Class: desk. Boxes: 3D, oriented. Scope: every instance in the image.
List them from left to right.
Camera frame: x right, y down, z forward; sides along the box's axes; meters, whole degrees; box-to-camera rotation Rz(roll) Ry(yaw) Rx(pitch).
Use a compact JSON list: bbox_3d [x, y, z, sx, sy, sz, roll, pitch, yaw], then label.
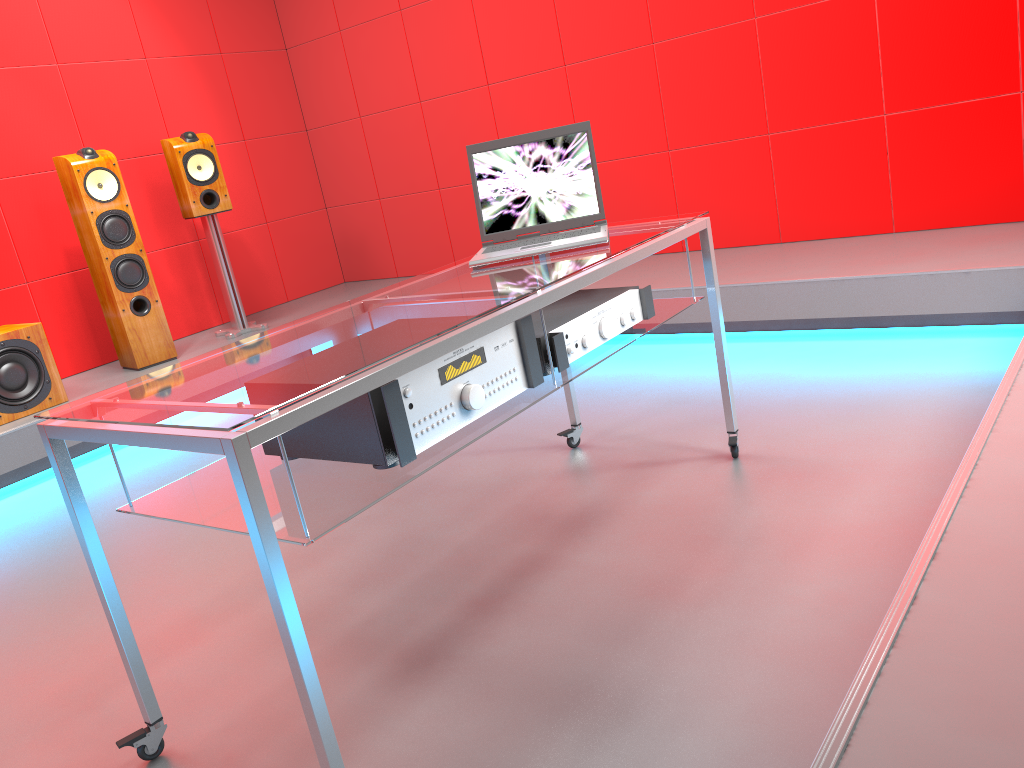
[{"bbox_3d":[-0.095,0.134,1.988,0.594,0.690,1.617,1,20,37],"label":"desk"}]

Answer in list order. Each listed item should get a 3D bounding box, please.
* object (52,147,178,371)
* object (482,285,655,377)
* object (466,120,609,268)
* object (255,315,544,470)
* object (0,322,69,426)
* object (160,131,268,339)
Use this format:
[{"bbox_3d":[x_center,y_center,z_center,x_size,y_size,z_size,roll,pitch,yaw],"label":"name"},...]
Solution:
[{"bbox_3d":[-1.899,-0.597,4.265,0.203,1.052,0.238,-25,20,-39],"label":"object"},{"bbox_3d":[0.074,-0.126,2.104,0.365,0.092,0.435,1,20,37],"label":"object"},{"bbox_3d":[0.052,-0.485,2.241,0.342,0.285,0.340,-9,16,9],"label":"object"},{"bbox_3d":[-0.213,0.006,1.725,0.371,0.158,0.431,1,20,37],"label":"object"},{"bbox_3d":[-2.218,-0.037,3.814,0.360,0.360,0.360,1,20,37],"label":"object"},{"bbox_3d":[-1.566,-0.781,4.661,0.231,1.058,0.265,-21,18,-30],"label":"object"}]
